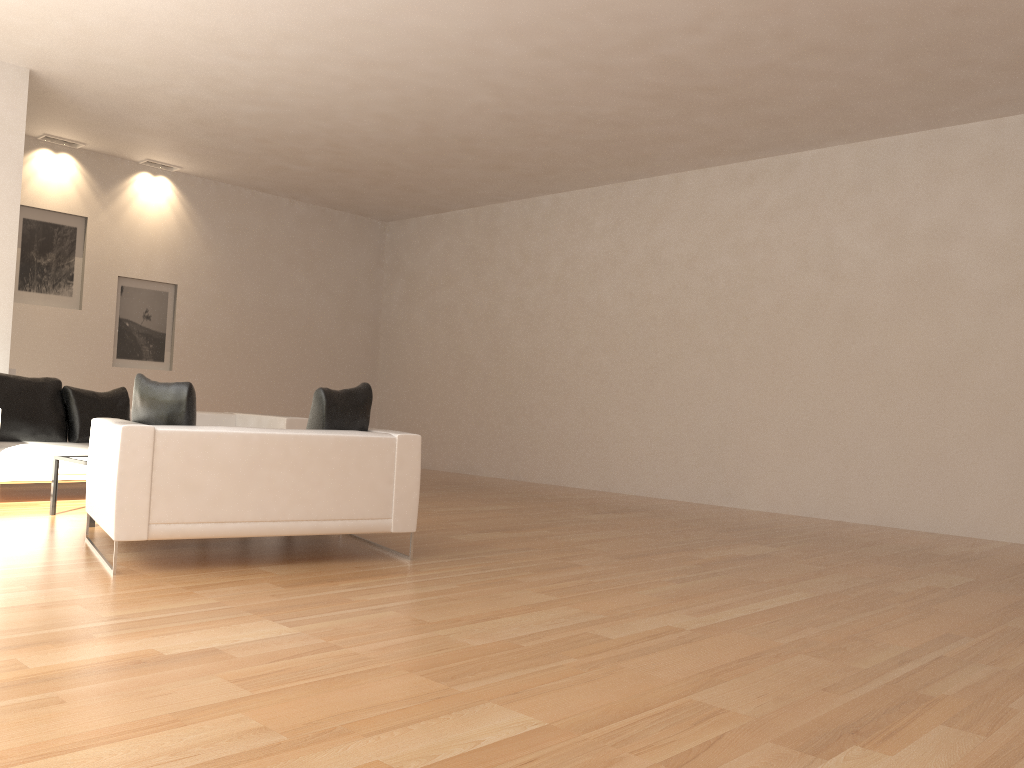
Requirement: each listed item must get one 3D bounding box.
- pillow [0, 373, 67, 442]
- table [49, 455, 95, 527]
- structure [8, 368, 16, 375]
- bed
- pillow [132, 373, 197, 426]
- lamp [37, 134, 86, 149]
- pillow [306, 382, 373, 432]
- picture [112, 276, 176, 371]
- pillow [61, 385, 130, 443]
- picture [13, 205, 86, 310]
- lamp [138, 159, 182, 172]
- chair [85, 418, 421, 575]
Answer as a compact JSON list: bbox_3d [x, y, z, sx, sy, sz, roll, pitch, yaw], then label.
[{"bbox_3d":[-4.108,0.211,7.414,0.346,0.666,0.755,2,-2,29],"label":"pillow"},{"bbox_3d":[-2.505,0.792,6.675,0.709,0.460,1.566,1,-2,43],"label":"table"},{"bbox_3d":[-6.049,0.147,8.270,1.839,1.403,4.625,1,-2,43],"label":"structure"},{"bbox_3d":[-3.429,0.601,7.935,1.262,0.761,3.075,1,-2,43],"label":"bed"},{"bbox_3d":[-1.996,0.244,5.035,0.660,0.598,0.291,2,-2,33],"label":"pillow"},{"bbox_3d":[-5.199,-2.875,10.244,0.243,0.166,0.446,1,-2,43],"label":"lamp"},{"bbox_3d":[-1.088,0.311,5.494,0.324,0.666,0.506,2,-2,33],"label":"pillow"},{"bbox_3d":[-4.641,-0.746,11.178,0.005,1.155,0.802,1,-2,43],"label":"picture"},{"bbox_3d":[-3.681,0.273,7.900,0.270,0.524,0.628,2,-2,27],"label":"pillow"},{"bbox_3d":[-5.404,-1.462,10.349,0.005,1.155,0.802,1,-2,43],"label":"picture"},{"bbox_3d":[-4.397,-2.808,11.097,0.243,0.166,0.446,1,-2,43],"label":"lamp"},{"bbox_3d":[-1.584,0.619,5.355,1.671,0.761,1.262,4,-2,-32],"label":"chair"}]
